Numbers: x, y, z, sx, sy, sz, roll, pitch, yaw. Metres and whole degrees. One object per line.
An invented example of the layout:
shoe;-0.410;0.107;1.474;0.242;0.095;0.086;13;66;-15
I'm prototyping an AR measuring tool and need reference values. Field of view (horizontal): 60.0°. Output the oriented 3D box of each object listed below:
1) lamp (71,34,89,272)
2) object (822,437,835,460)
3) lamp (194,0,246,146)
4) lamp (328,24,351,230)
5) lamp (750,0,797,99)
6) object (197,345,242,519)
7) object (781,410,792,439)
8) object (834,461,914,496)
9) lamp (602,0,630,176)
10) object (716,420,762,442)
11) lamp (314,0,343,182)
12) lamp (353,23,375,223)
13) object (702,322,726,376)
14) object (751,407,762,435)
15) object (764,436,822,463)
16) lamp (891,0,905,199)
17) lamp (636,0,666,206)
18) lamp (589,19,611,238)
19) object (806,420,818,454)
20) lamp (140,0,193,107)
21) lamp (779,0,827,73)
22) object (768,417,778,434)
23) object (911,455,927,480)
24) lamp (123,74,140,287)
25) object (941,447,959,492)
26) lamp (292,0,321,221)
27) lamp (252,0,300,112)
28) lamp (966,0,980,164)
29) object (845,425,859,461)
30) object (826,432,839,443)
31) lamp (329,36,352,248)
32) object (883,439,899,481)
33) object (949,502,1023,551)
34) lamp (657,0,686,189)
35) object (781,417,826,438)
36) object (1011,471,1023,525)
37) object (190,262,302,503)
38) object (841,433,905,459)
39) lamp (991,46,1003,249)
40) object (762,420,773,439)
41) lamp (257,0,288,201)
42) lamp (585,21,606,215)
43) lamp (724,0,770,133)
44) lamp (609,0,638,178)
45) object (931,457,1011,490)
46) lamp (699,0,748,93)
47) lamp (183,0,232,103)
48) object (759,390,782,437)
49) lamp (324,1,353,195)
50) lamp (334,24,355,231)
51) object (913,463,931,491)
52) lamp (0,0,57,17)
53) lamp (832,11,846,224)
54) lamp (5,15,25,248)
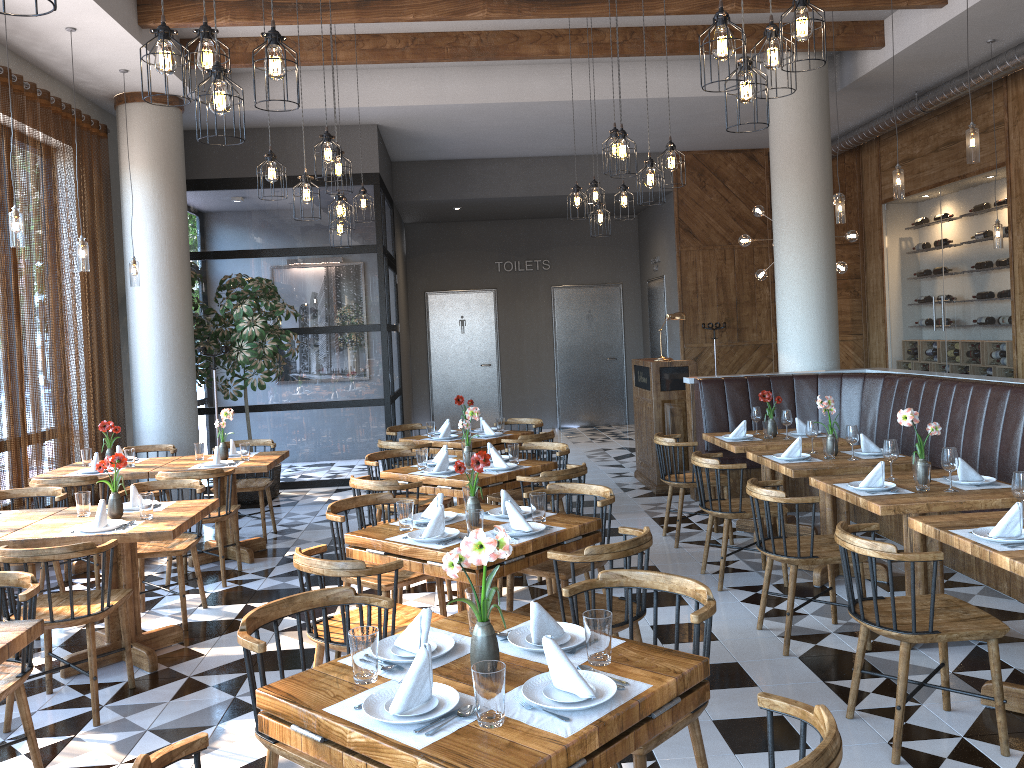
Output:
lamp;-3.261;-1.827;6.636;0.078;1.962;0.078;-3;1;-17
object;2.003;0.408;5.597;0.080;0.132;0.080;-3;2;-18
lamp;-1.190;-1.987;3.467;0.175;2.069;0.175;-2;1;16
lamp;-1.495;-2.339;7.455;0.175;2.069;0.175;-3;1;-24
lamp;1.087;-2.288;3.816;0.175;2.069;0.175;-4;1;-44
object;-2.813;0.463;8.470;0.374;1.657;0.375;-2;1;19
object;2.054;0.303;6.624;0.081;0.215;0.081;-2;1;28
object;1.861;0.472;4.586;0.272;0.137;0.352;-3;3;-3
lamp;0.657;-2.450;5.940;0.175;2.069;0.175;-3;1;-20
object;1.728;0.348;6.788;0.272;0.137;0.352;-3;3;-3
lamp;-1.222;-2.347;5.674;0.175;2.069;0.175;-3;1;-9
lamp;-1.351;-2.466;7.800;0.175;2.069;0.175;-3;1;9
object;2.805;-0.016;12.149;0.374;1.657;0.375;-2;1;19
object;1.924;0.288;6.975;0.081;0.215;0.081;-3;1;-12
object;1.794;0.409;5.692;0.272;0.137;0.352;-3;3;-3
lamp;2.934;-2.406;6.800;0.078;1.962;0.078;-3;1;-17
lamp;0.875;-2.223;5.840;0.175;2.069;0.175;-3;1;-20
lamp;0.733;-2.331;7.772;0.175;2.069;0.175;-2;1;40
object;1.990;0.350;5.873;0.081;0.215;0.081;-3;1;-12
lamp;-1.411;-2.152;3.490;0.175;2.069;0.175;-3;1;5
lamp;1.148;-2.336;3.617;0.175;2.069;0.175;-3;1;-33
object;2.048;0.326;6.941;0.080;0.132;0.080;-3;2;-3
object;2.181;0.450;4.740;0.080;0.132;0.080;-3;2;-3
lamp;-3.321;-1.827;7.686;0.078;1.962;0.078;-2;1;29
object;2.187;0.427;4.422;0.081;0.215;0.081;-4;2;-40
lamp;-1.394;-2.117;5.821;0.175;2.069;0.175;-3;1;-9
lamp;-0.975;-2.129;3.482;0.175;2.069;0.175;-3;1;-18
lamp;2.990;-2.435;5.812;0.078;1.962;0.078;-2;1;31
object;2.121;0.365;5.522;0.081;0.215;0.081;-2;1;28
object;2.114;0.388;5.839;0.080;0.132;0.080;-3;2;-3
lamp;-1.532;-2.220;7.674;0.175;2.069;0.175;-3;1;9
object;2.055;0.411;4.802;0.081;0.215;0.081;-4;2;-40
object;1.929;0.535;3.465;0.272;0.137;0.352;-3;3;-3
lamp;1.037;-2.370;5.981;0.175;2.069;0.175;-2;1;37
object;2.252;0.322;6.811;0.272;0.137;0.352;-3;3;-3
object;2.123;0.474;3.681;0.081;0.215;0.081;-3;1;5
object;-3.042;-0.039;9.230;1.635;2.590;1.380;-3;2;-19
object;2.319;0.384;5.714;0.272;0.137;0.352;-3;3;-3
lamp;4.349;-2.203;7.988;0.078;1.962;0.078;-2;1;29
object;1.937;0.346;6.699;0.080;0.132;0.080;-3;2;-18
lamp;-1.593;-2.232;5.711;0.175;2.069;0.175;-4;1;-42
lamp;0.710;-2.574;8.000;0.175;2.069;0.175;-2;1;40
lamp;0.934;-2.098;3.677;0.175;2.069;0.175;-3;1;-33
lamp;0.678;-2.382;5.734;0.175;2.069;0.175;-3;1;-31
object;2.385;0.446;4.608;0.272;0.137;0.352;-3;3;-3
lamp;0.795;-2.212;3.498;0.175;2.069;0.175;-2;1;24
lamp;-1.308;-2.225;3.669;0.175;2.069;0.175;-2;1;16
object;1.984;0.225;6.813;0.156;0.355;0.171;-3;1;-10
lamp;-1.197;-2.304;5.882;0.175;2.069;0.175;-3;1;-20
lamp;-1.538;-2.406;7.887;0.175;2.069;0.175;-3;1;-2
object;2.071;0.471;4.472;0.080;0.132;0.080;-3;2;2
lamp;-1.187;-1.901;2.003;0.175;2.069;0.175;-3;1;-17
lamp;2.874;-2.406;7.850;0.078;1.962;0.078;-2;1;29
lamp;-3.205;-1.856;5.648;0.078;1.962;0.078;-3;1;-14
